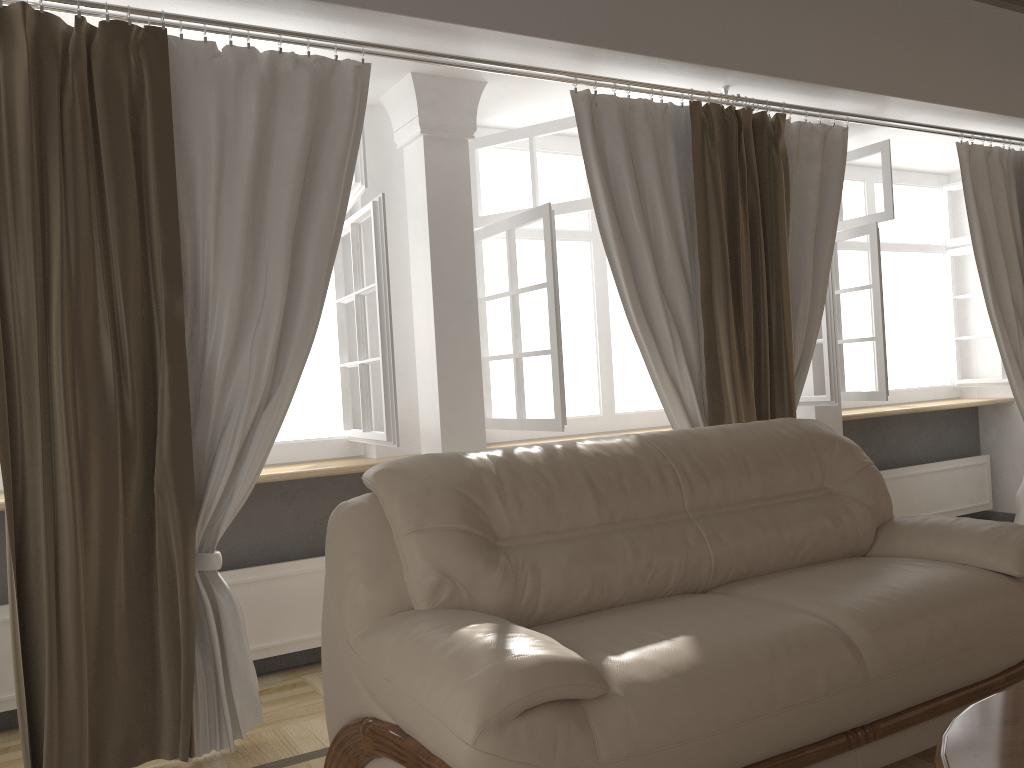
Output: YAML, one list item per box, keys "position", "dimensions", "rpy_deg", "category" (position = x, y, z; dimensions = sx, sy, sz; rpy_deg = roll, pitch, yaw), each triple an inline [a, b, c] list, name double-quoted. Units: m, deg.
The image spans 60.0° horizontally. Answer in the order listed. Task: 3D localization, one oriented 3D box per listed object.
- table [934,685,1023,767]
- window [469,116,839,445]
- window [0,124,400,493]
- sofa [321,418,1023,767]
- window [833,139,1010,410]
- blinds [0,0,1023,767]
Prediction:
- position: [1.290, 0.814, 1.327]
  dimensions: [1.169, 0.392, 1.167]
  rpy_deg: [-3, 0, -34]
  category: "table"
- position: [0.668, -0.512, 4.280]
  dimensions: [1.759, 1.500, 0.784]
  rpy_deg: [-3, 0, -31]
  category: "window"
- position: [-1.218, -0.398, 3.186]
  dimensions: [1.600, 1.500, 0.781]
  rpy_deg: [-3, 0, -30]
  category: "window"
- position: [0.584, 0.599, 2.558]
  dimensions: [2.135, 0.900, 1.051]
  rpy_deg: [-3, 0, -30]
  category: "sofa"
- position: [2.398, -0.617, 5.257]
  dimensions: [1.653, 1.500, 0.782]
  rpy_deg: [-3, 0, -30]
  category: "window"
- position: [0.907, -0.128, 3.729]
  dimensions: [5.765, 2.294, 0.285]
  rpy_deg: [-3, 0, -30]
  category: "blinds"
